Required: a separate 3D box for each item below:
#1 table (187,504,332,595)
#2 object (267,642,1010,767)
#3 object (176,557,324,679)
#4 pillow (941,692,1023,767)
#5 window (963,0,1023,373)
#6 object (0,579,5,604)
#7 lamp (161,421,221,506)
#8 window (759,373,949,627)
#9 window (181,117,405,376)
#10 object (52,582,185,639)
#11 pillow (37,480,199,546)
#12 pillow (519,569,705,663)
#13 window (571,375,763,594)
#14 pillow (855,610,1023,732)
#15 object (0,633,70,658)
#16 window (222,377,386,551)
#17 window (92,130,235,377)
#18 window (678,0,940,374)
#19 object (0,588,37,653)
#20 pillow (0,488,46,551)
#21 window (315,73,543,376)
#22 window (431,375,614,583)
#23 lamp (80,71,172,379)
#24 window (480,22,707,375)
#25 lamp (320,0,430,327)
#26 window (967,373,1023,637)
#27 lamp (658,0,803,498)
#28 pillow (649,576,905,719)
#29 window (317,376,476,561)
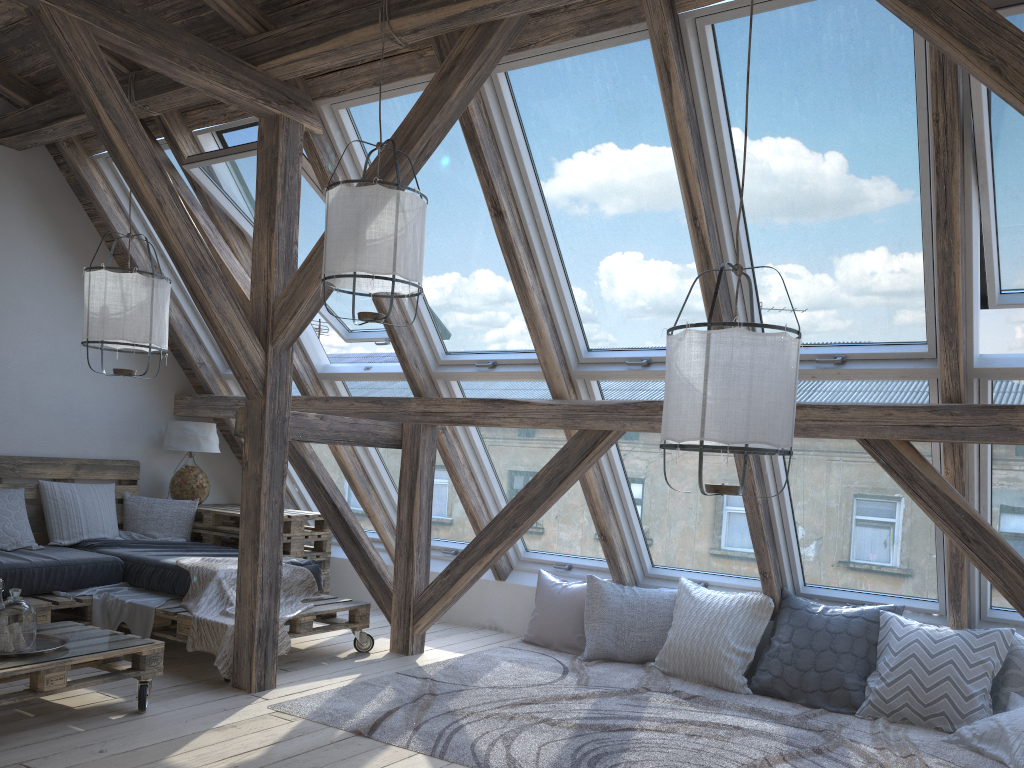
[{"bbox_3d":[-1.864,1.227,6.159,1.014,0.702,0.677,2,-2,33],"label":"table"},{"bbox_3d":[0.842,1.509,3.907,3.178,0.056,2.199,0,-6,33],"label":"object"},{"bbox_3d":[-1.303,1.207,4.642,0.813,0.474,1.008,5,-4,-27],"label":"object"},{"bbox_3d":[2.196,1.504,3.748,0.476,0.242,0.537,4,-4,-15],"label":"pillow"},{"bbox_3d":[2.015,-0.723,2.979,0.852,1.277,1.412,3,-2,33],"label":"window"},{"bbox_3d":[-2.055,0.899,3.478,0.153,0.268,0.071,4,2,33],"label":"object"},{"bbox_3d":[-2.445,0.899,6.158,0.821,1.287,0.389,3,1,19],"label":"lamp"},{"bbox_3d":[1.692,0.566,4.318,0.852,1.278,1.100,3,-1,33],"label":"window"},{"bbox_3d":[-1.065,-0.728,4.977,0.852,1.277,1.356,3,-1,33],"label":"window"},{"bbox_3d":[-2.096,1.260,4.835,0.707,0.277,0.507,2,-4,17],"label":"object"},{"bbox_3d":[-2.531,0.829,5.670,0.972,0.399,0.385,7,-3,-40],"label":"pillow"},{"bbox_3d":[0.551,1.410,5.281,1.130,0.525,0.436,2,-1,25],"label":"pillow"},{"bbox_3d":[0.922,0.565,4.818,0.852,1.278,1.100,3,-1,33],"label":"window"},{"bbox_3d":[2.265,1.399,4.085,1.151,0.534,0.503,0,-3,38],"label":"pillow"},{"bbox_3d":[-1.965,1.030,3.470,0.396,0.021,0.394,7,-6,-37],"label":"object"},{"bbox_3d":[-1.387,0.562,6.318,0.852,1.278,1.100,3,-1,33],"label":"window"},{"bbox_3d":[-1.860,-0.734,5.438,0.852,1.278,1.100,3,-1,33],"label":"window"},{"bbox_3d":[1.219,-0.730,3.438,0.852,1.278,1.100,3,-1,33],"label":"window"},{"bbox_3d":[-1.917,0.910,3.389,0.156,0.247,0.156,3,0,2],"label":"object"},{"bbox_3d":[-3.105,0.727,4.731,0.349,0.355,1.136,2,-4,33],"label":"pillow"},{"bbox_3d":[-0.321,-0.732,4.438,0.852,1.278,1.100,3,-1,33],"label":"window"},{"bbox_3d":[0.153,0.564,5.318,0.852,1.278,1.100,3,-1,33],"label":"window"},{"bbox_3d":[-1.897,-0.795,4.377,0.401,1.520,0.405,3,2,-16],"label":"lamp"},{"bbox_3d":[0.449,-0.731,3.938,0.852,1.278,1.100,3,-1,33],"label":"window"},{"bbox_3d":[-0.526,-0.896,3.487,0.399,1.307,0.406,4,2,9],"label":"lamp"},{"bbox_3d":[2.461,0.567,3.818,0.852,1.278,1.100,3,-1,33],"label":"window"},{"bbox_3d":[0.706,-0.600,2.685,0.401,1.898,0.405,3,2,-16],"label":"lamp"},{"bbox_3d":[1.370,1.373,4.718,1.269,0.564,0.469,1,-2,34],"label":"pillow"},{"bbox_3d":[-0.617,0.563,5.818,0.852,1.278,1.100,3,-1,33],"label":"window"}]
